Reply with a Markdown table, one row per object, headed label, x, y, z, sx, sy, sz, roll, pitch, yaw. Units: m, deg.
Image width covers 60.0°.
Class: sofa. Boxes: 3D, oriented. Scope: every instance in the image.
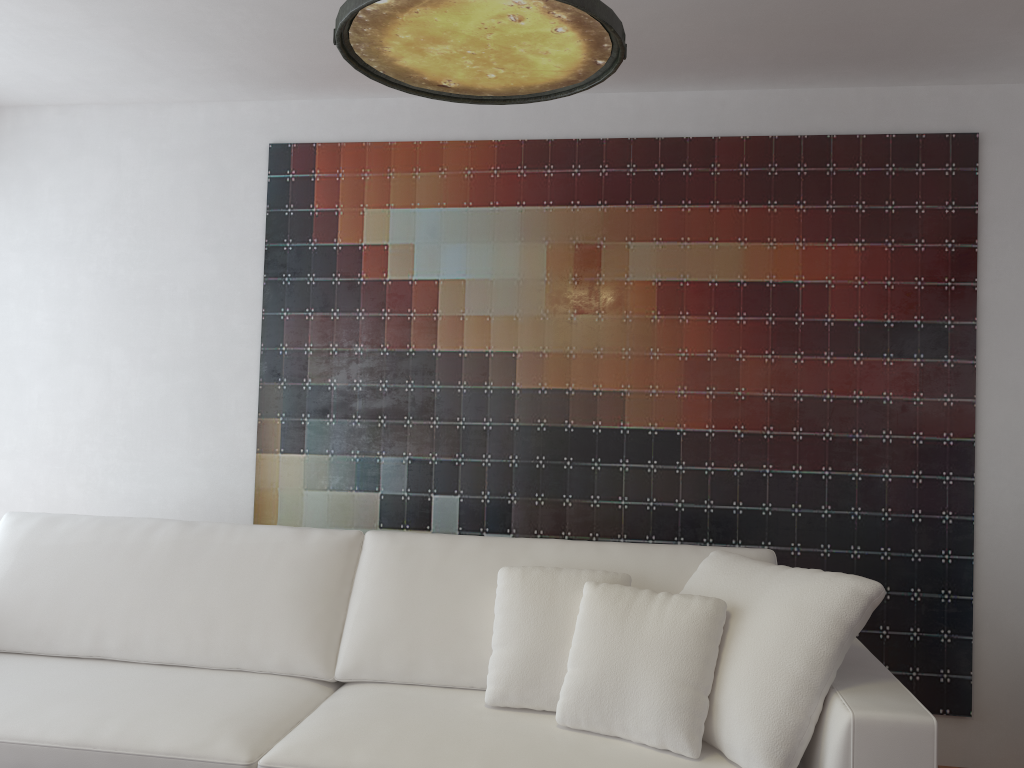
| label | x | y | z | sx | sy | sz | roll | pitch | yaw |
| --- | --- | --- | --- | --- | --- | --- | --- | --- | --- |
| sofa | -0.543 | 0.871 | 2.593 | 3.086 | 0.842 | 0.987 | 1 | -2 | 9 |

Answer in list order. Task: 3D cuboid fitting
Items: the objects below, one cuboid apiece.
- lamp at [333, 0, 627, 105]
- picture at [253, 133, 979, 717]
| label | x | y | z | sx | sy | sz | roll | pitch | yaw |
| --- | --- | --- | --- | --- | --- | --- | --- | --- | --- |
| lamp | -0.054 | -0.939 | 1.786 | 0.572 | 0.561 | 0.572 | 1 | -2 | 13 |
| picture | 0.325 | 0.101 | 3.450 | 2.770 | 2.136 | 0.007 | 1 | -2 | 9 |
